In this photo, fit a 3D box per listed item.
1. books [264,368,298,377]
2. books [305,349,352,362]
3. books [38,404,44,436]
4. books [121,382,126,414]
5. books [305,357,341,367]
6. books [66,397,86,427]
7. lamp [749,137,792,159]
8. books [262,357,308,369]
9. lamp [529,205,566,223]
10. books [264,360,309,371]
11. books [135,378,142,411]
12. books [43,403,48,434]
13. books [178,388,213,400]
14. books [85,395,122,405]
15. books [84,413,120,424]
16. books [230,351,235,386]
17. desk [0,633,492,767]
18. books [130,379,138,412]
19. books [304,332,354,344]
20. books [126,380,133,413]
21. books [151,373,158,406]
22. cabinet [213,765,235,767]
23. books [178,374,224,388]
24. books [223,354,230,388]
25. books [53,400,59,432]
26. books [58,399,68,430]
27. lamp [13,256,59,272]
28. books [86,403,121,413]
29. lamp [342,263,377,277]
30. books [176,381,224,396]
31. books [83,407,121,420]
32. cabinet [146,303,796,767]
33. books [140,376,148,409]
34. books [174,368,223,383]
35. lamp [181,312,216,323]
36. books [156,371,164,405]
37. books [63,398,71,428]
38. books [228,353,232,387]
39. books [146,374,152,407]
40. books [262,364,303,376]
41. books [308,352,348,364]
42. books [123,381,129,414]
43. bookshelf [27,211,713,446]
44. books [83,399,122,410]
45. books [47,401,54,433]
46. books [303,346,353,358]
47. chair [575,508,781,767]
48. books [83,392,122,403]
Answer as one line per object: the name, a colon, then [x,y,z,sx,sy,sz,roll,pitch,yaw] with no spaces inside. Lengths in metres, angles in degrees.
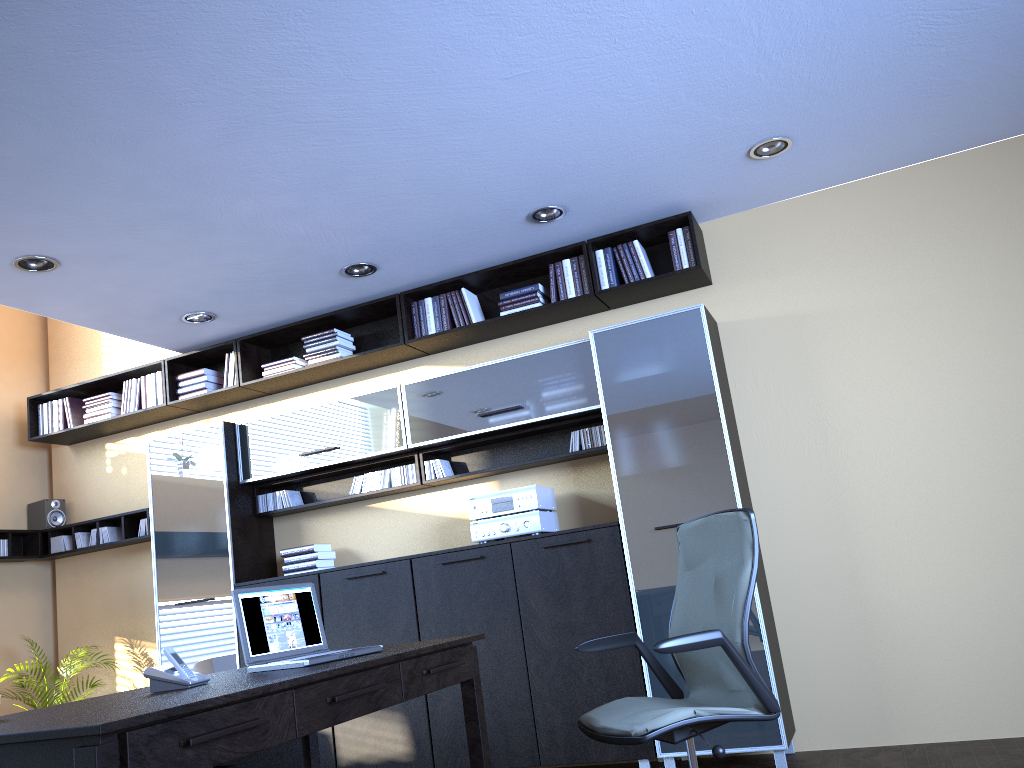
books: [-1.524,-0.055,6.048,0.259,0.028,0.208,-13,-14,21]
books: [-1.222,-0.177,5.960,0.259,0.028,0.208,-13,-14,19]
books: [-3.555,0.300,6.839,0.050,0.257,0.208,-12,-13,20]
books: [-2.799,0.127,6.557,0.075,0.258,0.208,-12,-13,20]
books: [-1.218,-0.123,5.941,0.259,0.028,0.208,-13,-14,20]
books: [-3.278,0.236,6.733,0.075,0.258,0.208,-12,-13,19]
lamp: [1.295,-1.229,4.467,0.210,0.096,0.208,-18,-16,37]
books: [-1.548,-0.130,6.086,0.259,0.028,0.208,-13,-14,19]
lamp: [0.189,-0.976,4.883,0.209,0.096,0.209,-11,-13,14]
books: [-1.527,-0.108,6.067,0.259,0.028,0.208,-13,-14,20]
books: [-2.679,0.102,6.521,0.075,0.258,0.208,-12,-13,19]
books: [-3.506,0.289,6.824,0.050,0.257,0.208,-12,-13,19]
books: [-2.206,0.095,6.316,0.259,0.050,0.208,-13,-14,20]
books: [-3.022,0.136,6.655,0.259,0.028,0.208,-13,-14,19]
books: [-3.011,0.279,6.616,0.259,0.050,0.208,-13,-14,21]
books: [-1.892,-0.082,6.209,0.075,0.258,0.208,-12,-13,19]
desk: [-0.808,1.353,2.694,0.915,0.886,1.901,-13,-14,20]
books: [-2.714,0.106,6.518,0.075,0.258,0.208,-12,-13,20]
books: [-1.231,-0.291,5.971,0.259,0.028,0.208,-13,-14,19]
books: [-2.743,0.112,6.528,0.075,0.258,0.208,-12,-13,20]
books: [-2.531,0.063,6.447,0.050,0.257,0.208,-13,-13,20]
cabinet: [-1.029,1.361,2.134,0.501,0.676,0.636,-13,-13,20]
books: [-2.216,-0.003,6.341,0.259,0.050,0.208,-13,-14,20]
books: [-1.947,-0.068,6.239,0.075,0.258,0.208,-12,-13,20]
books: [-3.412,0.267,6.785,0.050,0.257,0.208,-12,-13,20]
books: [-3.364,0.256,6.768,0.050,0.257,0.208,-12,-13,19]
lamp: [-2.475,-0.664,4.609,0.209,0.096,0.209,-9,-13,2]
books: [-3.014,0.192,6.648,0.259,0.028,0.208,-13,-14,20]
lamp: [-0.916,-0.722,5.299,0.209,0.096,0.209,-11,-13,14]
books: [-2.224,0.047,6.326,0.259,0.050,0.208,-13,-14,20]
books: [-3.026,0.232,6.635,0.259,0.050,0.208,-13,-14,19]
cabinet: [-0.501,1.165,5.404,3.883,2.387,0.492,-13,-13,20]
books: [-2.623,0.087,6.490,0.050,0.257,0.208,-13,-13,20]
books: [-2.244,-0.048,6.355,0.259,0.050,0.208,-13,-14,20]
lamp: [-2.022,-0.469,5.715,0.210,0.096,0.208,-18,-16,37]
books: [-2.483,0.053,6.430,0.050,0.257,0.208,-12,-13,20]
books: [-3.305,0.243,6.749,0.075,0.258,0.208,-12,-13,19]
books: [-1.916,-0.074,6.232,0.075,0.258,0.208,-12,-13,19]
books: [-2.575,0.076,6.472,0.050,0.257,0.208,-12,-13,20]
books: [-1.536,-0.080,6.060,0.259,0.028,0.208,-13,-14,21]
books: [-1.199,-0.153,5.949,0.259,0.028,0.208,-13,-14,21]
books: [-2.772,0.119,6.540,0.075,0.258,0.208,-12,-13,20]
bookshelf: [-1.253,-0.242,5.995,5.134,0.338,0.363,-13,-13,20]
books: [-3.035,0.164,6.639,0.259,0.028,0.208,-13,-14,20]
books: [-3.462,0.276,6.796,0.050,0.257,0.208,-12,-13,19]
books: [-1.240,-0.198,5.985,0.259,0.028,0.208,-13,-14,19]
chair: [0.612,1.061,3.021,0.768,1.209,0.837,-3,-13,-22]
books: [-3.046,0.113,6.667,0.259,0.028,0.208,-13,-14,20]
